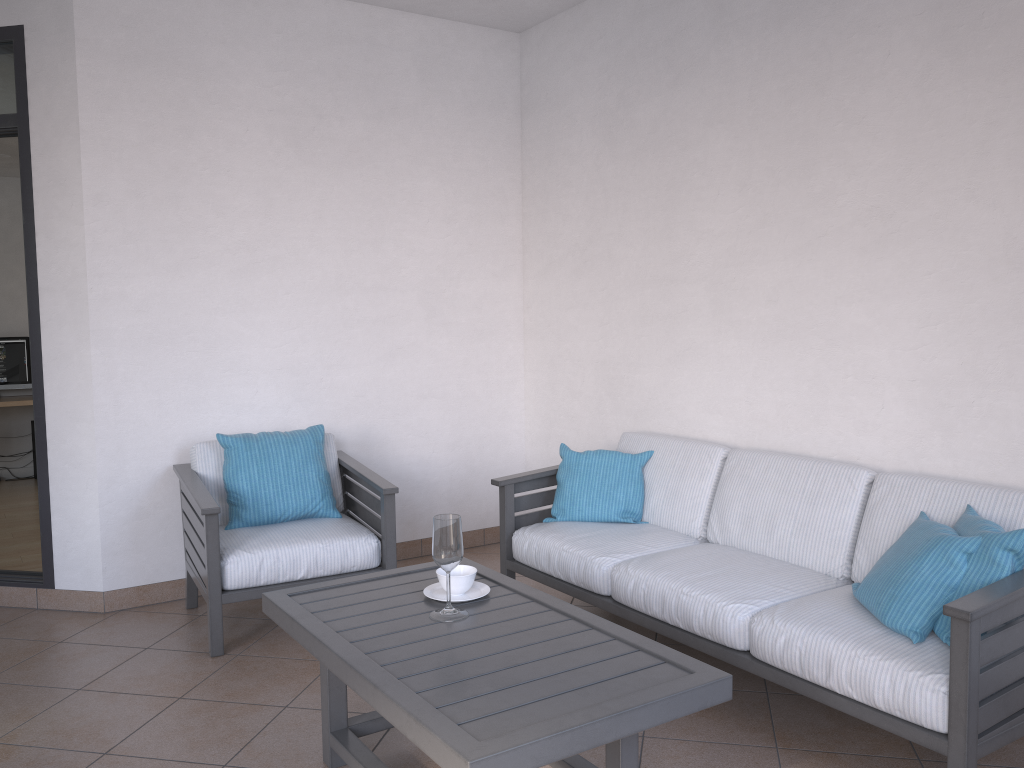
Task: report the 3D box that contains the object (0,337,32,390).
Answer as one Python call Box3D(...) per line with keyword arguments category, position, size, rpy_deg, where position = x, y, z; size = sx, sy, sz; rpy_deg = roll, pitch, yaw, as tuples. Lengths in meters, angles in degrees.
Box3D(category="object", position=(-4.612, -0.139, 7.764), size=(0.716, 0.535, 0.190), rpy_deg=(-3, 5, -28))

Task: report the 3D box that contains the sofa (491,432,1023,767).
Box3D(category="sofa", position=(0.837, 0.670, 3.239), size=(0.807, 0.765, 2.161), rpy_deg=(-4, 5, -33))

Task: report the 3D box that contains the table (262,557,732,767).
Box3D(category="table", position=(-0.125, 0.894, 2.411), size=(0.710, 0.473, 1.260), rpy_deg=(-4, 5, -33))

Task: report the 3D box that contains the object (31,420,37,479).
Box3D(category="object", position=(-4.117, 0.600, 7.880), size=(0.215, 0.527, 0.474), rpy_deg=(-4, 5, -33))

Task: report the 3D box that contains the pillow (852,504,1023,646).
Box3D(category="pillow", position=(1.220, 0.547, 2.573), size=(0.377, 0.370, 0.543), rpy_deg=(0, 4, 7))

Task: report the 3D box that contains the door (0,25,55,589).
Box3D(category="door", position=(-2.602, -0.290, 3.750), size=(0.905, 2.500, 0.924), rpy_deg=(0, 5, 12))

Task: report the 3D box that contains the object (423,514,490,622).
Box3D(category="object", position=(-0.189, 0.505, 2.621), size=(0.203, 0.284, 0.337), rpy_deg=(1, 5, 18))

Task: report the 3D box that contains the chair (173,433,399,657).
Box3D(category="chair", position=(-1.015, 0.643, 3.928), size=(0.797, 0.765, 0.807), rpy_deg=(-3, 5, -28))
